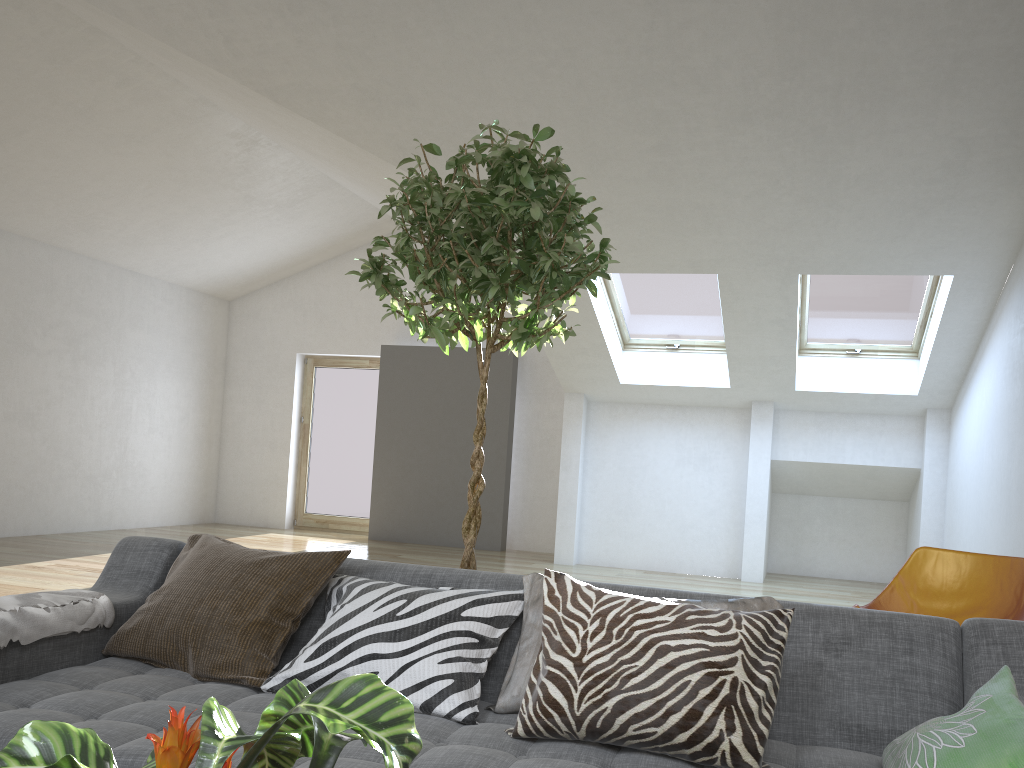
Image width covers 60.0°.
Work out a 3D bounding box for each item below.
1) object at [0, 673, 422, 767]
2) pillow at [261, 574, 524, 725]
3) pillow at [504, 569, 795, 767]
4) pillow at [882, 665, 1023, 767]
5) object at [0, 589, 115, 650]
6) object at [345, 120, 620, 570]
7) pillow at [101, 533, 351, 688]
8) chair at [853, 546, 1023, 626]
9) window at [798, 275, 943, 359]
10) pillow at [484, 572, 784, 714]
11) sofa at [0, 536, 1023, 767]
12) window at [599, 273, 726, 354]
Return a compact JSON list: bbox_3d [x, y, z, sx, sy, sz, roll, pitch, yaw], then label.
[{"bbox_3d":[-0.240,0.470,0.628,0.386,0.525,0.427,4,-2,-8],"label":"object"},{"bbox_3d":[-0.273,0.628,2.145,0.568,0.283,0.354,2,-4,16],"label":"pillow"},{"bbox_3d":[0.295,0.591,1.864,0.563,0.340,0.278,2,-3,20],"label":"pillow"},{"bbox_3d":[0.796,0.657,1.598,0.231,0.260,0.438,3,-4,19],"label":"pillow"},{"bbox_3d":[-1.256,0.712,2.144,0.361,0.418,0.477,3,-3,20],"label":"object"},{"bbox_3d":[-0.132,0.197,2.762,0.819,2.016,0.796,4,-1,-5],"label":"object"},{"bbox_3d":[-0.760,0.581,2.321,0.581,0.337,0.307,2,-3,25],"label":"pillow"},{"bbox_3d":[1.793,1.061,3.682,0.723,0.721,0.651,6,-4,-43],"label":"chair"},{"bbox_3d":[2.910,-0.610,7.326,1.491,0.727,1.883,2,-5,17],"label":"window"},{"bbox_3d":[0.281,0.631,2.045,0.650,0.318,0.260,2,-3,16],"label":"pillow"},{"bbox_3d":[-0.099,0.797,1.958,2.495,0.682,1.014,2,-4,15],"label":"sofa"},{"bbox_3d":[1.357,-0.673,7.739,1.491,0.727,1.883,2,-5,17],"label":"window"}]
